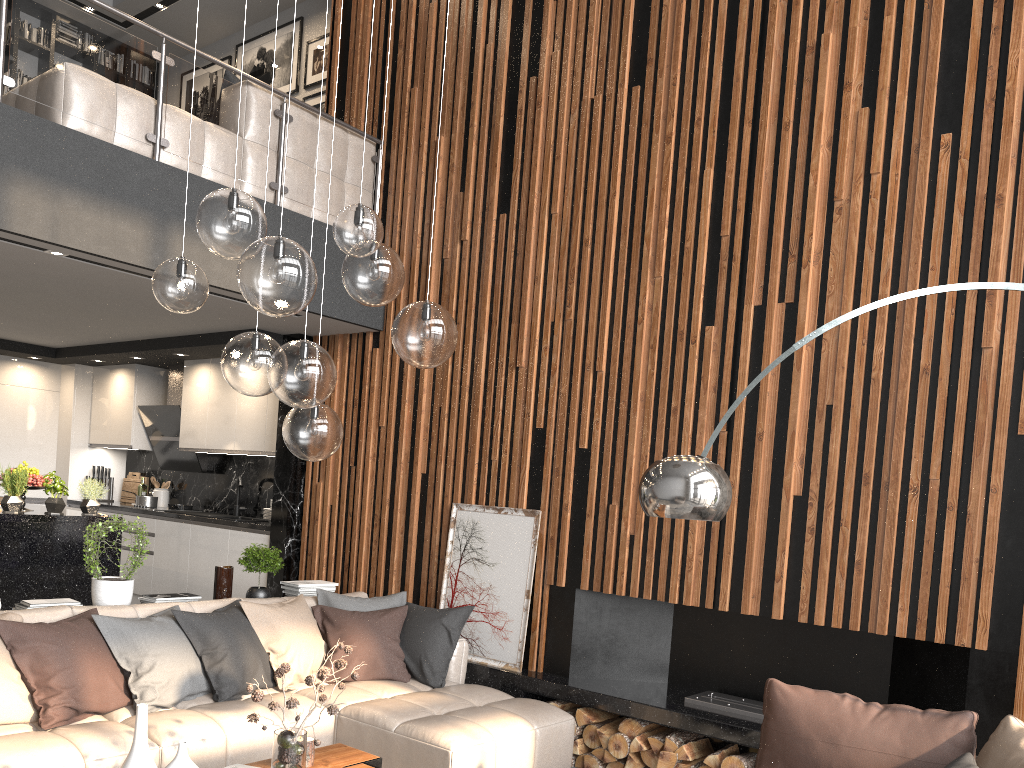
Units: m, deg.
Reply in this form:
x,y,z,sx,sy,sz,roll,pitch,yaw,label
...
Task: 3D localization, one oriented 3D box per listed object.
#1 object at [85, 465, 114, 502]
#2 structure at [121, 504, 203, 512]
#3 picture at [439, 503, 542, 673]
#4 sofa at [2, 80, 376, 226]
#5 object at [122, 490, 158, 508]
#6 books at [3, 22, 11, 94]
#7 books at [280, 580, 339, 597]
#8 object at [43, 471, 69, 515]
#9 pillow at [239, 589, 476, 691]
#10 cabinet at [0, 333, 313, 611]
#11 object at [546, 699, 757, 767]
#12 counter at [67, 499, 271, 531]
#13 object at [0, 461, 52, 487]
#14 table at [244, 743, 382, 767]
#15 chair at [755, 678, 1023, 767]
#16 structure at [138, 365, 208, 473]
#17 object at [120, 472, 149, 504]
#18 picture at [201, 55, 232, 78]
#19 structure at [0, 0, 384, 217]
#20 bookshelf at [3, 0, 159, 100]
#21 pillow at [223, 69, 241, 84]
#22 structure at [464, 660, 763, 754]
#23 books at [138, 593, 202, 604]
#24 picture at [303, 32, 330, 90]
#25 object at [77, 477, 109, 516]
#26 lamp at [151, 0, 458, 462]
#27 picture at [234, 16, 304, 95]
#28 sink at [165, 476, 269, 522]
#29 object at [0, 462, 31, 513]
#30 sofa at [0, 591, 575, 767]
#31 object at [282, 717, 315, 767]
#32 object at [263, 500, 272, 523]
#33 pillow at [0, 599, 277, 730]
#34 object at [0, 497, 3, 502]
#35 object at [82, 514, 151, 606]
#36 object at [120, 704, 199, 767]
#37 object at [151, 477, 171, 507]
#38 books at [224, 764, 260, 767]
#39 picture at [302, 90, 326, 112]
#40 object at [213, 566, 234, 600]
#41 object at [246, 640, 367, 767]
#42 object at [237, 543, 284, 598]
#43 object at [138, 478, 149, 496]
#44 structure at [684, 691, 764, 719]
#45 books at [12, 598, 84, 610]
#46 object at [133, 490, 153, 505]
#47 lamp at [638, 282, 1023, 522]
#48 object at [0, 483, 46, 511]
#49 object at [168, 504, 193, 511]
x,y,z,sx,sy,sz,roll,pitch,yaw,label
-4.338,1.048,9.210,0.066,0.373,0.324,6,-1,39,object
-3.381,1.206,8.449,0.598,0.060,0.515,-1,-9,38,structure
-0.164,1.274,5.573,0.725,1.000,0.102,3,1,38,picture
-2.530,-1.517,6.142,2.277,0.781,2.300,-1,-8,38,sofa
-3.605,1.122,8.521,0.346,0.154,0.202,1,-5,29,object
-4.938,-2.394,7.847,0.211,2.327,3.471,6,-3,39,books
-1.361,1.405,5.869,0.199,0.150,0.336,1,-6,39,books
-3.280,0.779,6.286,0.180,0.313,0.171,5,0,-41,object
-0.946,1.547,5.254,1.390,0.548,0.761,7,-5,-21,pillow
-4.048,0.505,7.073,6.174,3.246,3.652,0,-5,38,cabinet
1.750,2.026,4.122,4.021,0.391,0.439,-2,-6,39,object
-3.046,1.218,8.183,3.441,0.040,0.616,-1,-9,38,counter
-3.605,0.675,6.472,0.317,0.215,0.351,1,-6,36,object
-0.892,1.685,3.116,0.893,0.354,1.467,0,-8,38,table
1.081,1.519,2.786,1.489,0.899,1.444,7,-5,-25,chair
-3.251,0.329,8.498,0.733,1.032,0.415,3,0,38,structure
-3.998,1.100,9.264,0.399,0.331,0.098,2,-1,38,object
-3.070,-2.644,8.674,0.867,0.995,0.025,3,1,38,picture
-3.544,-1.641,5.659,3.361,0.739,4.265,-1,-9,38,structure
-4.949,-2.350,7.854,0.246,2.513,3.554,6,-2,39,bookshelf
-1.945,-1.681,6.327,0.764,0.546,1.386,6,-6,-21,pillow
0.930,2.012,4.992,6.502,0.458,0.673,-1,-7,38,structure
-2.017,1.284,5.118,0.204,0.099,0.328,0,-8,38,books
-1.613,-2.798,7.529,0.502,0.411,0.025,1,0,38,picture
-3.128,0.835,6.522,0.222,0.284,0.210,6,-2,-38,object
-0.577,-2.233,3.008,1.223,5.004,1.235,5,2,36,lamp
-2.256,-2.903,8.037,0.987,0.656,0.025,1,-1,38,picture
-2.578,1.083,7.836,1.107,0.547,0.502,0,-4,38,sink
-3.456,0.713,6.093,0.197,0.369,0.186,4,0,-7,object
-1.289,1.565,4.234,1.868,0.817,3.277,0,-8,38,sofa
-0.880,1.466,3.586,0.154,0.211,0.077,5,0,-41,object
-1.961,1.090,7.458,0.303,0.195,0.303,0,-6,41,object
-1.886,1.338,4.229,0.540,0.498,1.961,2,-7,38,pillow
-4.546,0.990,7.579,0.399,0.030,0.293,-1,-9,38,object
-2.200,0.999,4.836,0.215,0.576,0.387,5,-1,19,object
-1.178,1.266,2.951,0.318,0.398,0.318,5,-2,-32,object
-3.540,1.093,8.841,0.157,0.305,0.176,4,0,42,object
-1.025,1.505,3.317,0.231,0.039,0.346,2,-7,16,books
-1.604,-2.196,7.504,0.642,0.643,0.025,2,0,38,picture
-1.779,1.254,5.391,0.108,0.268,0.109,5,1,44,object
-0.742,1.238,3.252,0.317,0.603,0.545,4,-2,10,object
-1.617,1.222,5.598,0.310,0.409,0.272,4,-1,-2,object
-3.803,1.109,9.040,0.081,0.283,0.090,5,1,39,object
1.328,1.787,4.767,0.707,0.103,0.302,-1,-8,38,structure
-2.424,1.193,4.607,0.193,0.100,0.351,0,-8,38,books
-3.750,1.166,8.985,0.271,0.163,0.182,0,-5,38,object
1.395,0.834,2.844,2.026,2.339,0.319,4,2,15,lamp
-3.616,0.839,6.467,0.367,0.188,0.370,4,-5,2,object
-3.216,1.176,8.390,0.231,0.060,0.355,2,-7,17,object
